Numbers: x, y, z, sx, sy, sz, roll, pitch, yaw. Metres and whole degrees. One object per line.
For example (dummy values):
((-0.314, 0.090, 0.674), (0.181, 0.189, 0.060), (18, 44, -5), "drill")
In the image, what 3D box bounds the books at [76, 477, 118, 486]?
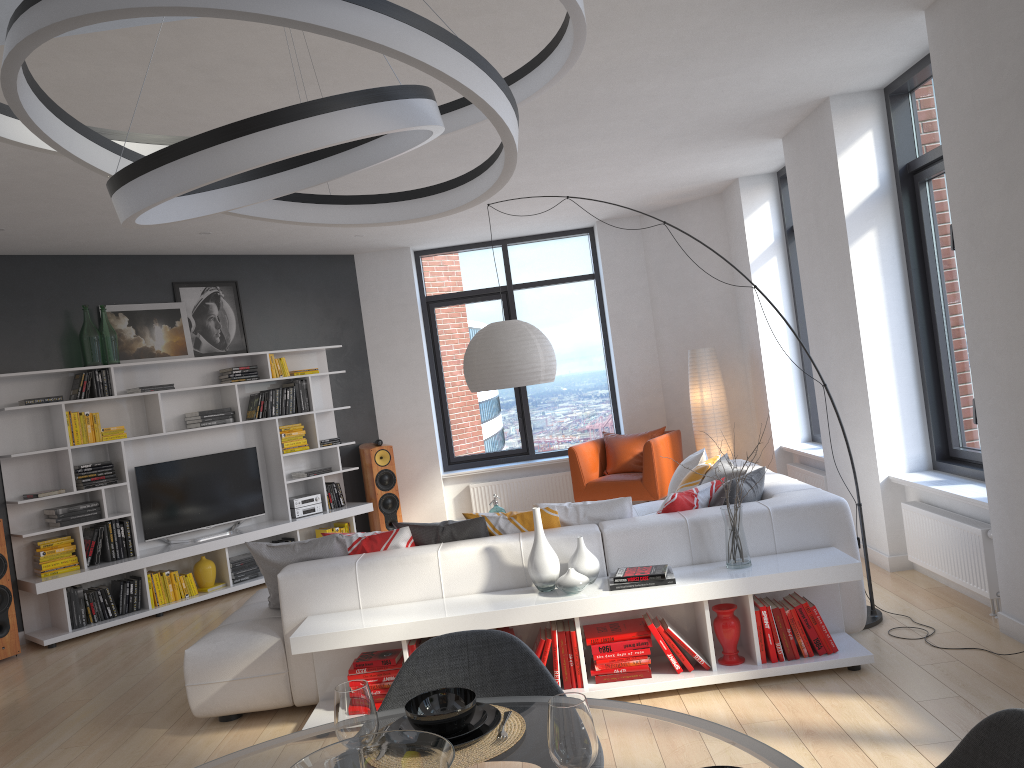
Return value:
((-3.317, 0.780, 7.073), (0.189, 0.025, 0.270), (-7, 1, 45), "books")

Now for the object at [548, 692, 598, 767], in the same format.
((0.107, 0.635, 1.481), (0.083, 0.220, 0.083), (-8, 1, -39), "object")

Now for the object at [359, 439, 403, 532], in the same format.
((-1.327, 1.094, 8.901), (0.290, 1.088, 0.434), (-8, 1, -29), "object")

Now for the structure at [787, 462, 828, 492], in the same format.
((2.458, 0.917, 7.178), (0.110, 0.460, 1.015), (-8, 1, 1), "structure")

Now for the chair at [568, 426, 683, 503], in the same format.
((1.147, 0.877, 8.485), (0.896, 0.858, 0.843), (-7, 1, 33), "chair")

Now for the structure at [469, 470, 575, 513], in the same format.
((0.308, 1.184, 9.327), (1.474, 0.460, 0.110), (-8, 1, 1), "structure")

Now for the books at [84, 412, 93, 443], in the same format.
((-3.402, 0.351, 7.064), (0.035, 0.250, 0.185), (-8, 1, -44), "books")

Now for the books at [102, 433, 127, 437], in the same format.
((-3.251, 0.415, 7.191), (0.196, 0.011, 0.148), (-8, 1, -44), "books")

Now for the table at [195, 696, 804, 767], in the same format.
((-0.146, 1.166, 1.422), (1.499, 0.764, 1.499), (-8, 1, -10), "table")

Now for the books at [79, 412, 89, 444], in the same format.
((-3.422, 0.354, 7.046), (0.019, 0.251, 0.180), (-8, 1, -44), "books")

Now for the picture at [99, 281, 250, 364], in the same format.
((-2.947, -0.550, 7.803), (1.279, 0.707, 0.076), (-8, 1, -44), "picture")

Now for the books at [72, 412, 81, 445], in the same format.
((-3.472, 0.359, 6.998), (0.044, 0.255, 0.198), (-8, 1, -44), "books")

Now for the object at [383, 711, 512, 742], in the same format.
((-0.159, 0.768, 1.951), (0.309, 0.015, 0.206), (-8, 1, 5), "object")

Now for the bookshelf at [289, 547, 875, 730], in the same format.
((0.316, 1.219, 4.177), (2.600, 0.500, 0.356), (-8, 1, 1), "bookshelf")

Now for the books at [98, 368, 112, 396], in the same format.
((-3.296, -0.008, 7.186), (0.019, 0.230, 0.174), (-8, 1, -44), "books")

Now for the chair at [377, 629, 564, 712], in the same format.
((-0.090, 1.096, 2.037), (0.655, 0.891, 0.619), (-8, 1, 7), "chair")

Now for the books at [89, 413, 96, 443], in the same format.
((-3.382, 0.354, 7.086), (0.023, 0.239, 0.169), (-8, 1, -44), "books")

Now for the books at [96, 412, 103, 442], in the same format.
((-3.346, 0.351, 7.121), (0.024, 0.234, 0.172), (-8, 1, -44), "books")

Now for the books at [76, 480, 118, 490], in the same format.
((-3.314, 0.805, 7.072), (0.189, 0.026, 0.263), (-7, 1, 44), "books")

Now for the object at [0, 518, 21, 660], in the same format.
((-3.858, 1.462, 6.408), (0.434, 1.088, 0.290), (-7, 1, 31), "object")

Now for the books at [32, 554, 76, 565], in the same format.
((-3.537, 1.352, 6.853), (0.263, 0.015, 0.198), (-8, 1, -41), "books")

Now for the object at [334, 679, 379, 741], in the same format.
((-0.293, 0.687, 1.702), (0.083, 0.220, 0.083), (-8, 1, -28), "object")

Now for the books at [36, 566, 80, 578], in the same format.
((-3.502, 1.439, 6.837), (0.270, 0.029, 0.204), (-8, 1, -39), "books")

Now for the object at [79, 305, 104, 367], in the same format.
((-3.394, -0.386, 7.126), (0.157, 0.507, 0.157), (-8, 1, -31), "object")

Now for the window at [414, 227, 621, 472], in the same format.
((0.070, -0.371, 9.640), (1.960, 2.402, 0.170), (-8, 1, 1), "window")

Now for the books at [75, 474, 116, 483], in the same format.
((-3.339, 0.755, 7.081), (0.209, 0.030, 0.266), (-7, 1, 44), "books")

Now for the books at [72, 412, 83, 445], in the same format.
((-3.453, 0.354, 7.021), (0.015, 0.263, 0.199), (-8, 1, -44), "books")

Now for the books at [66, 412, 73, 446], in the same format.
((-3.507, 0.357, 6.945), (0.029, 0.270, 0.204), (-8, 1, -44), "books")

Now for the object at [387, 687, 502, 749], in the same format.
((-0.153, 0.737, 1.961), (0.258, 0.074, 0.258), (-8, 1, -19), "object")

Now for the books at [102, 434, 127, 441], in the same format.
((-3.246, 0.438, 7.188), (0.190, 0.033, 0.147), (-8, 1, -44), "books")

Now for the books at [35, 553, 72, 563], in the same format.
((-3.532, 1.333, 6.831), (0.228, 0.024, 0.152), (-8, 1, -40), "books")

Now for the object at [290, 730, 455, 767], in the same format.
((-0.216, 0.698, 1.406), (0.278, 0.184, 0.278), (-8, 1, 9), "object")

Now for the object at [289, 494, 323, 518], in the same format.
((-1.975, 1.144, 8.323), (0.285, 0.174, 0.270), (-8, 1, -44), "object")

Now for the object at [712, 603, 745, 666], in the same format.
((1.009, 1.167, 4.140), (0.125, 0.258, 0.125), (-8, 1, -22), "object")

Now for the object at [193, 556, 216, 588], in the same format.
((-2.608, 1.590, 7.527), (0.185, 0.257, 0.185), (-7, 1, 23), "object")

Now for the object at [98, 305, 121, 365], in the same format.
((-3.324, -0.397, 7.275), (0.157, 0.507, 0.157), (-8, 1, -31), "object")

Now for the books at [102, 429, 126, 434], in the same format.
((-3.252, 0.386, 7.188), (0.187, 0.014, 0.134), (-8, 1, -44), "books")

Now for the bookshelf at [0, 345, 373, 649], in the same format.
((-2.634, 0.797, 7.656), (3.000, 2.052, 0.455), (-8, 1, -44), "bookshelf")

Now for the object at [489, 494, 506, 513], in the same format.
((-0.191, 0.932, 6.371), (0.330, 0.265, 0.330), (-7, 1, 25), "object")

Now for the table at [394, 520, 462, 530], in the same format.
((-0.375, 1.308, 6.532), (1.091, 0.435, 1.091), (-8, 1, 1), "table")

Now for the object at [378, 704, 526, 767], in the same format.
((-0.148, 0.775, 1.950), (0.360, 0.002, 0.360), (-7, 1, 43), "object")

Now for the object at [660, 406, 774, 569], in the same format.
((1.050, 0.492, 4.141), (0.406, 0.744, 0.607), (-7, 1, 41), "object")

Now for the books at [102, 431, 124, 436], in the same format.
((-3.243, 0.401, 7.173), (0.169, 0.018, 0.113), (-8, 1, -43), "books")

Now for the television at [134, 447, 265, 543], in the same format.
((-2.692, 0.979, 7.731), (1.102, 0.704, 0.207), (-8, 1, -44), "television")

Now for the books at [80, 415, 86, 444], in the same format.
((-3.423, 0.367, 7.019), (0.024, 0.229, 0.156), (-8, 1, -45), "books")

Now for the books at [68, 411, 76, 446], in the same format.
((-3.495, 0.355, 6.970), (0.025, 0.270, 0.213), (-8, 1, -44), "books")

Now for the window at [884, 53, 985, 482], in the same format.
((2.554, -0.656, 4.888), (0.170, 2.402, 1.310), (-8, 1, 1), "window")

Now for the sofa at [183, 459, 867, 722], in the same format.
((0.057, 1.121, 5.662), (3.424, 0.732, 2.614), (-8, 1, 1), "sofa")

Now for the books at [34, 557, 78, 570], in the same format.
((-3.521, 1.379, 6.845), (0.255, 0.044, 0.198), (-8, 1, -44), "books")

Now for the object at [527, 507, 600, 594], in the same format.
((0.224, 0.778, 4.231), (0.316, 0.398, 0.319), (-7, 1, 25), "object")

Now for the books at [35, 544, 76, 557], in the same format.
((-3.533, 1.284, 6.858), (0.250, 0.035, 0.185), (-8, 1, -41), "books")

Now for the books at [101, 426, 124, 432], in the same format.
((-3.266, 0.367, 7.195), (0.186, 0.026, 0.138), (-8, 1, -44), "books")

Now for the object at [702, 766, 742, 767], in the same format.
((0.333, 0.677, 1.404), (0.258, 0.074, 0.258), (-7, 1, 20), "object")

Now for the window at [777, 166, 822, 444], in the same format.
((2.575, -0.683, 7.189), (0.170, 2.402, 1.310), (-8, 1, 1), "window")

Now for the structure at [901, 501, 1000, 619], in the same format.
((2.437, 0.945, 4.875), (0.110, 0.460, 1.015), (-8, 1, 1), "structure")

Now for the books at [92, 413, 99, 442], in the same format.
((-3.362, 0.353, 7.100), (0.024, 0.234, 0.172), (-8, 1, -44), "books")

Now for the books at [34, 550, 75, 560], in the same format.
((-3.538, 1.312, 6.853), (0.251, 0.019, 0.180), (-8, 1, -44), "books")

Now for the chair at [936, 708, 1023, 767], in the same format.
((0.611, 1.008, 1.380), (0.619, 0.891, 0.655), (-8, 1, 2), "chair")
